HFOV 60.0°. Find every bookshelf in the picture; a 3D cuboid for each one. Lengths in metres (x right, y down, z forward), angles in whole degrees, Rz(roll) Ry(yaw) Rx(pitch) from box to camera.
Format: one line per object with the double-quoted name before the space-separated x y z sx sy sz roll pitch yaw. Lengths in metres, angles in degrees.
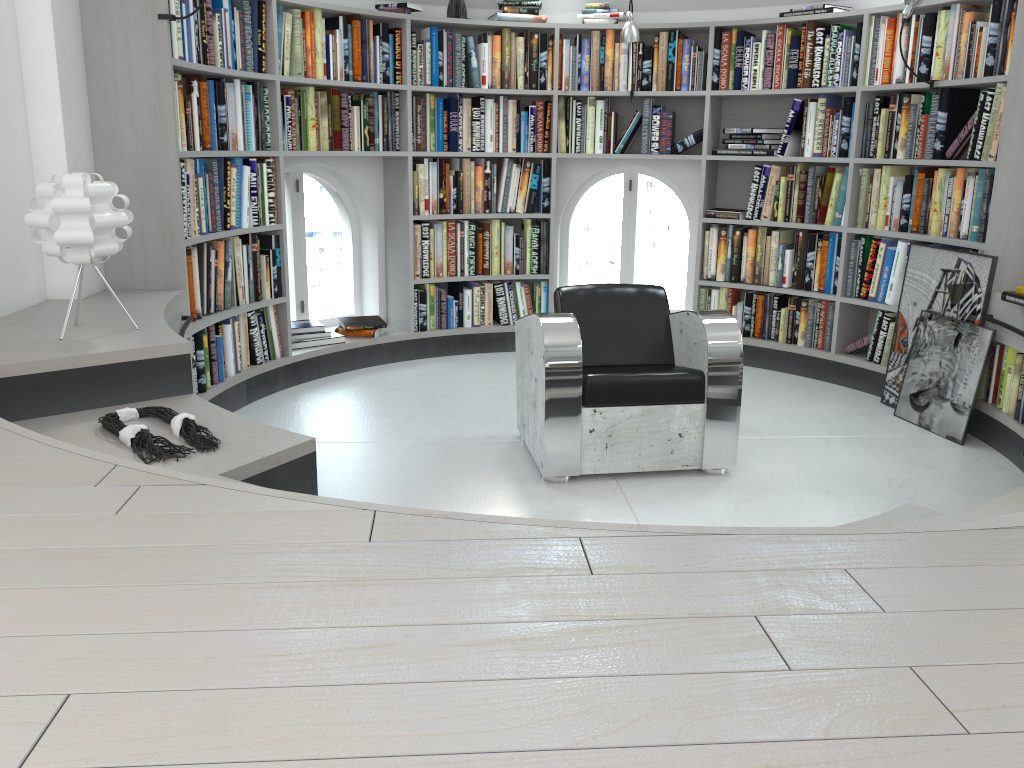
"bookshelf" 0.318 -1.109 4.940 4.332 1.868 2.123 0 14 -4

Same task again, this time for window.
"window" -0.265 -0.920 5.826 3.232 1.143 0.621 -4 15 -18

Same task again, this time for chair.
"chair" 0.473 -0.042 3.887 0.823 0.714 0.746 -2 14 -9

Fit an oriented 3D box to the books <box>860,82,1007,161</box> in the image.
"books" 2.206 -1.311 4.480 0.279 0.356 1.059 -4 16 -18

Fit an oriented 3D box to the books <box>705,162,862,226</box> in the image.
"books" 1.657 -1.146 5.301 0.976 0.350 0.252 12 18 37

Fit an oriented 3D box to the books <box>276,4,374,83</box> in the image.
"books" -1.108 -1.865 4.901 0.270 0.370 0.796 12 18 37

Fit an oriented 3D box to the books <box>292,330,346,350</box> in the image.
"books" -1.248 -0.279 5.294 0.366 0.042 0.390 -11 19 -36

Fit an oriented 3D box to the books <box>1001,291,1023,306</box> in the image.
"books" 2.323 -0.333 3.680 0.365 0.042 0.391 0 15 -4

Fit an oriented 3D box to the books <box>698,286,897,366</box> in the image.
"books" 1.770 -0.381 5.320 0.360 0.309 1.503 -12 20 -41

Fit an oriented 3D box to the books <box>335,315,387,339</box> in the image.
"books" -0.927 -0.352 5.481 0.318 0.099 0.294 0 15 -3

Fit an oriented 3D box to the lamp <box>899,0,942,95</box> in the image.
"lamp" 2.010 -1.679 4.303 0.275 0.522 0.113 -3 14 -13

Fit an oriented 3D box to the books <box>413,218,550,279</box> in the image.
"books" -0.211 -0.892 5.750 1.032 0.355 0.294 -4 15 -19

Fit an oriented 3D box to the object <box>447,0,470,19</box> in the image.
"object" -0.320 -2.327 5.351 0.147 0.263 0.203 -1 14 -8

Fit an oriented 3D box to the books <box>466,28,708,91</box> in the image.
"books" 0.457 -2.017 5.545 1.565 0.364 0.396 1 14 1

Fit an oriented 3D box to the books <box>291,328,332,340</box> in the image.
"books" -1.248 -0.312 5.286 0.269 0.031 0.287 -7 17 -27

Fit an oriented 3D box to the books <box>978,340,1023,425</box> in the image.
"books" 2.269 0.062 3.703 0.272 0.296 1.155 3 15 9

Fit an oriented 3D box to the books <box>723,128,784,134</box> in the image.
"books" 1.489 -1.549 5.429 0.269 0.031 0.287 -6 16 -24

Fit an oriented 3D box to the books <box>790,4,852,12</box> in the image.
"books" 1.767 -2.137 5.076 0.233 0.027 0.249 -8 18 -31

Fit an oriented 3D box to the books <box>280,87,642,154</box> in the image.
"books" -0.355 -1.574 5.370 2.531 0.368 0.594 -6 16 -23

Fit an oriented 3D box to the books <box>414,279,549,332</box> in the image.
"books" -0.230 -0.539 5.825 1.019 0.304 0.289 -5 15 -19

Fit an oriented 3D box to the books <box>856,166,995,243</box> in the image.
"books" 2.209 -0.938 4.565 0.276 0.345 1.027 -4 16 -19

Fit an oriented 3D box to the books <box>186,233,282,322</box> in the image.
"books" -1.514 -0.309 4.147 0.390 0.691 1.652 2 15 5

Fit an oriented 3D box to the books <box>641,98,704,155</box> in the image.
"books" 1.028 -1.614 5.574 0.399 0.338 0.225 5 15 15

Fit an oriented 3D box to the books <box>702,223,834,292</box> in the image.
"books" 1.591 -0.793 5.449 0.874 0.348 0.273 12 18 36

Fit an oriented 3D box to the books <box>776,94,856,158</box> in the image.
"books" 1.832 -1.485 5.115 0.555 0.348 0.256 14 19 40

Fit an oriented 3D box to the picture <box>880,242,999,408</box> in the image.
"picture" 2.105 -0.242 4.415 0.090 0.857 0.582 -3 14 -14

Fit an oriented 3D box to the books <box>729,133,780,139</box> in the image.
"books" 1.488 -1.518 5.436 0.214 0.036 0.227 -13 21 -43

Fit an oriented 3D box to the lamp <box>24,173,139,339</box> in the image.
"lamp" -1.417 -0.431 2.937 0.305 0.521 0.307 -3 14 -15

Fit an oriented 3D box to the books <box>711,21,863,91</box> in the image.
"books" 1.622 -1.903 5.174 0.972 0.365 0.307 12 18 38

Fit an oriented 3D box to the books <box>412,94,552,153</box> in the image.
"books" -0.227 -1.641 5.605 1.029 0.357 0.302 -4 15 -18

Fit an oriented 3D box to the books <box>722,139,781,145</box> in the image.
"books" 1.488 -1.488 5.444 0.270 0.031 0.287 -14 21 -43

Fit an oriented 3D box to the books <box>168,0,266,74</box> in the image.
"books" -1.480 -1.653 4.107 0.300 0.359 1.039 4 15 11

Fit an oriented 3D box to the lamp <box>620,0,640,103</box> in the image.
"lamp" 0.694 -1.983 5.294 0.113 0.563 0.360 1 14 2

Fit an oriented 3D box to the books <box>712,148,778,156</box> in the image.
"books" 1.487 -1.426 5.458 0.389 0.042 0.367 11 18 34

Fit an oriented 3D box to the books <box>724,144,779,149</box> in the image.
"books" 1.488 -1.458 5.451 0.286 0.031 0.270 9 17 29

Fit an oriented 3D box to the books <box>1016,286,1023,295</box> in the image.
"books" 2.324 -0.369 3.671 0.286 0.034 0.306 -3 15 -14

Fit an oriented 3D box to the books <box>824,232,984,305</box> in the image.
"books" 2.166 -0.586 4.711 0.304 0.356 1.191 -5 16 -23

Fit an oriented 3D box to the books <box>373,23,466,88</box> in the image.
"books" -0.598 -1.966 5.345 0.683 0.344 0.266 -7 16 -27

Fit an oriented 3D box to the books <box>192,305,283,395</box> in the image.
"books" -1.494 -0.208 4.509 0.283 0.317 0.924 4 15 13

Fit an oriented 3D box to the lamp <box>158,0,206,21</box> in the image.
"lamp" -1.243 -1.656 3.656 0.414 0.310 0.117 -1 14 -7

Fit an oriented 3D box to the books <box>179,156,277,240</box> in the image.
"books" -1.463 -0.911 4.271 0.261 0.357 1.026 4 15 12

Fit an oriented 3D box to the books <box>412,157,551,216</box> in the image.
"books" -0.218 -1.265 5.655 0.998 0.349 0.299 -5 15 -20

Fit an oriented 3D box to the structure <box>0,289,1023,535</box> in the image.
"structure" 0.412 -0.008 3.781 4.724 0.688 4.727 13 19 39

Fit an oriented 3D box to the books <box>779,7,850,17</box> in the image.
"books" 1.767 -2.110 5.082 0.317 0.036 0.337 -12 20 -40

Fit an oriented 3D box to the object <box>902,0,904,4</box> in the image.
"object" 2.104 -2.176 4.507 0.179 0.469 0.180 2 14 4

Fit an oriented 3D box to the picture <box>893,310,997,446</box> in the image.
"picture" 2.073 -0.041 4.275 0.107 0.551 0.492 -3 15 -14

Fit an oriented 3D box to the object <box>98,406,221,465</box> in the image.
"object" -0.988 0.132 2.467 0.218 0.081 0.475 -12 20 -40

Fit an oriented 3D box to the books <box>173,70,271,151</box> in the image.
"books" -1.495 -1.284 4.217 0.303 0.345 1.095 3 15 11

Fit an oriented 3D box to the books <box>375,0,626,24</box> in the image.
"books" -0.574 -2.190 4.994 2.820 0.172 0.751 -9 18 -33

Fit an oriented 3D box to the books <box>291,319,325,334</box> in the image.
"books" -1.248 -0.342 5.279 0.214 0.036 0.228 -7 17 -27

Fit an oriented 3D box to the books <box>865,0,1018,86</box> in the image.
"books" 2.208 -1.685 4.401 0.293 0.360 1.020 -5 16 -21
